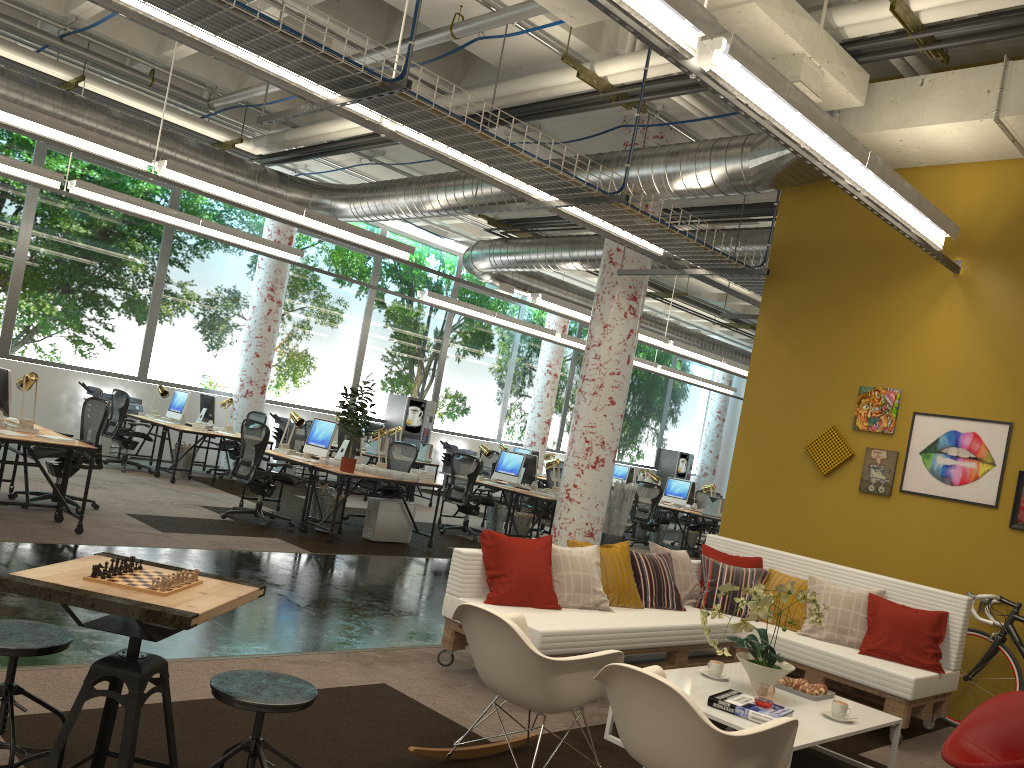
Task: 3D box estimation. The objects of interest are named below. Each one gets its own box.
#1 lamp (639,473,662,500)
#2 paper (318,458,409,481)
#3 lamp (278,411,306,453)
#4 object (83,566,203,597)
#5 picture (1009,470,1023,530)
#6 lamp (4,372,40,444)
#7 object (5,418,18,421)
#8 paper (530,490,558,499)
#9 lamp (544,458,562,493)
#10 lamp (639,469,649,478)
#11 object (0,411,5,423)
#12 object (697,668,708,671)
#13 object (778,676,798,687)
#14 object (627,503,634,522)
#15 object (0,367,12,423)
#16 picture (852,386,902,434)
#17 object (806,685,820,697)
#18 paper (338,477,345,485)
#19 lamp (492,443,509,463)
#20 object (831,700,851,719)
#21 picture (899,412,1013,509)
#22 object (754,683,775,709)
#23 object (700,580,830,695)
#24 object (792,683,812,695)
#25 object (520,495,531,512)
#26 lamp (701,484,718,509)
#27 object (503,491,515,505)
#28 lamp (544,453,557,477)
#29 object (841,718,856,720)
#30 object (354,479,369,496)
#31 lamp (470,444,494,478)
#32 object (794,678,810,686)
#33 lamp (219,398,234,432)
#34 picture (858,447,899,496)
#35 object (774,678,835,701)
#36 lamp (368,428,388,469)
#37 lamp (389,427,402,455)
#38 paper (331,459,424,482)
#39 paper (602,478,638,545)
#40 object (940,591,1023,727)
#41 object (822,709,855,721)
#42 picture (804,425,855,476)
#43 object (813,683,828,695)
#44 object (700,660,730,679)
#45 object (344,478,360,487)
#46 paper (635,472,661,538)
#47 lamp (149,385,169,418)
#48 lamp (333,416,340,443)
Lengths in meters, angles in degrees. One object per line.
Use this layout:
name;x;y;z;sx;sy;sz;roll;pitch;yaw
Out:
lamp;2.356;1.841;15.435;0.219;0.610;0.526;11;-1;-25
paper;-1.638;0.918;9.653;1.131;0.082;0.083;9;-2;20
lamp;-2.616;0.622;10.438;0.219;0.610;0.526;11;-1;-25
object;-1.203;0.644;2.907;0.273;0.012;0.273;10;-3;5
picture;3.771;0.846;6.157;0.042;0.418;0.500;11;-2;-45
lamp;-4.152;0.198;7.542;0.219;0.610;0.526;11;-1;-25
object;-4.687;0.330;8.297;0.107;0.029;0.059;13;-4;-44
paper;0.602;1.495;11.847;0.565;0.061;0.629;7;-4;43
lamp;0.600;1.352;12.493;0.209;0.610;0.526;11;-1;-25
lamp;3.065;2.243;20.221;0.219;0.610;0.526;11;-1;-25
object;-4.428;0.251;7.640;0.101;0.209;0.101;10;-1;0
object;1.096;1.603;4.952;0.132;0.011;0.028;10;-3;0
object;1.540;1.673;4.969;0.135;0.061;0.071;12;-2;-25
object;2.555;2.848;19.836;0.357;0.435;0.355;9;-2;42
object;-4.596;0.096;7.922;0.190;0.485;0.481;11;-2;-45
picture;2.924;0.206;7.100;0.027;0.355;0.329;11;-1;-45
object;1.657;1.691;4.884;0.064;0.055;0.120;11;-3;-22
paper;-2.991;1.236;16.226;0.439;1.198;0.414;10;-1;23
lamp;-0.287;1.509;18.130;0.219;0.610;0.526;11;-1;-25
object;1.661;1.651;4.487;0.086;0.085;0.079;11;-2;-16
picture;3.319;0.558;6.649;0.018;0.632;0.703;11;-1;-45
object;1.220;1.506;4.275;0.094;0.106;0.094;10;-2;6
object;1.344;1.340;4.695;0.792;0.615;0.416;12;-2;-32
object;1.584;1.676;4.874;0.070;0.060;0.131;11;-3;-22
object;-0.927;2.029;16.654;3.427;0.437;0.365;13;-2;-35
lamp;3.445;2.030;15.234;0.219;0.610;0.526;11;-1;-25
object;-0.033;2.298;18.509;0.357;0.435;0.355;9;-2;42
lamp;0.802;1.698;17.928;0.219;0.610;0.526;11;-1;-25
object;1.701;1.686;4.451;0.132;0.011;0.027;12;-3;-28
object;-2.484;1.633;14.731;0.357;0.435;0.355;9;-2;42
lamp;-0.480;1.165;12.699;0.209;0.610;0.526;11;-1;-25
object;1.649;1.698;5.017;0.064;0.055;0.120;11;-3;-22
lamp;-4.154;0.502;12.909;0.209;0.610;0.526;11;-1;-25
picture;2.908;0.694;7.025;0.027;0.355;0.251;11;-1;-45
object;1.628;1.706;4.948;0.266;0.026;0.268;7;-5;45
lamp;-1.531;0.810;10.235;0.209;0.610;0.526;11;-1;-25
lamp;-1.974;1.028;15.116;0.219;0.610;0.526;11;-1;-25
paper;-1.521;0.947;9.770;1.132;0.082;0.083;10;-2;10
paper;1.352;1.783;11.817;0.439;1.198;0.414;10;-1;23
object;3.569;1.929;5.803;0.403;1.039;1.729;11;-2;-39
object;1.650;1.687;4.486;0.160;0.020;0.161;10;-3;9
picture;2.622;0.551;7.321;0.048;0.424;0.422;11;-1;-45
object;1.730;1.708;4.955;0.072;0.062;0.136;10;-3;3
object;1.128;1.579;4.899;0.161;0.090;0.160;11;-3;-20
object;-2.811;1.628;15.698;0.353;0.435;0.368;11;-1;-9
paper;2.428;2.237;16.345;0.439;1.198;0.414;10;-1;23
lamp;-5.239;0.315;13.112;0.219;0.610;0.526;11;-1;-25
lamp;-3.059;0.840;15.319;0.209;0.610;0.526;11;-1;-25
